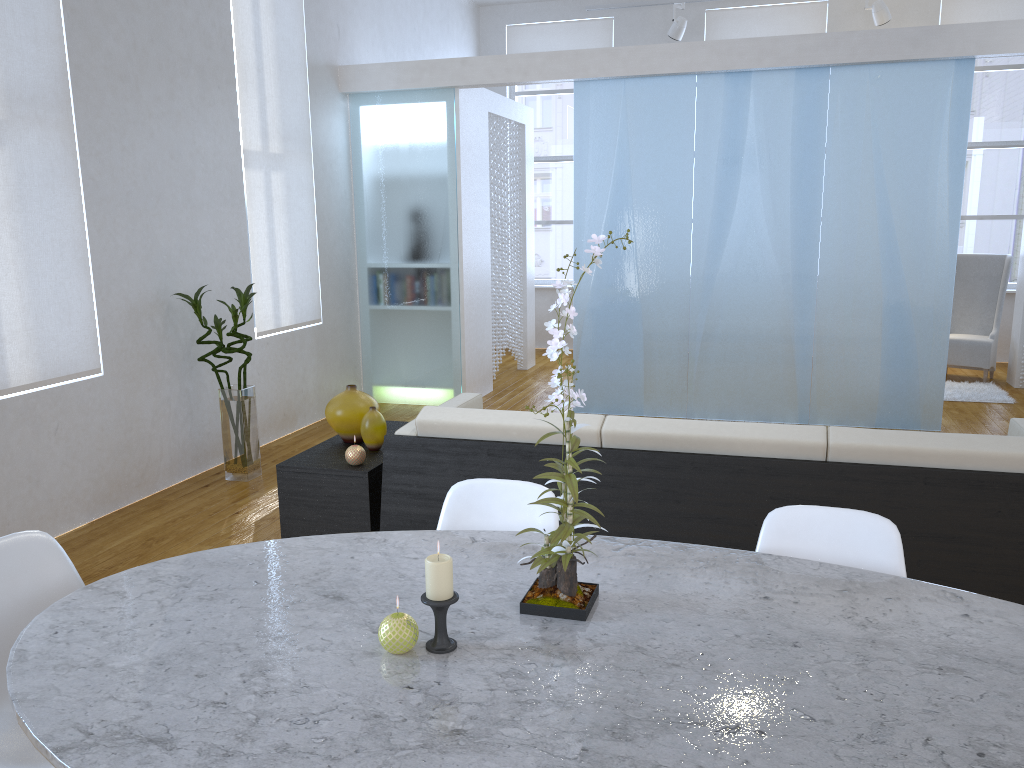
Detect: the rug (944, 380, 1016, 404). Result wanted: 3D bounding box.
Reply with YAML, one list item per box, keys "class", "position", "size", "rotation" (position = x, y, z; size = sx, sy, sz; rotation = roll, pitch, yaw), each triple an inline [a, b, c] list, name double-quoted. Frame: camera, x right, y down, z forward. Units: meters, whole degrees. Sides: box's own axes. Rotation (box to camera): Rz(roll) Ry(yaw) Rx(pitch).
- class: "rug"
  position: [3.025, 0.028, 6.495]
  size: [1.095, 0.047, 0.751]
  rotation: [2, 11, 16]

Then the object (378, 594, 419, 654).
- class: "object"
  position: [-0.175, 0.367, 1.364]
  size: [0.062, 0.092, 0.062]
  rotation: [-6, 13, -25]

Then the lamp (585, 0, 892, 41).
- class: "lamp"
  position: [2.144, -3.141, 7.315]
  size: [3.117, 0.490, 0.196]
  rotation: [2, 12, 15]

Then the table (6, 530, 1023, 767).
- class: "table"
  position: [0.121, 0.722, 1.400]
  size: [1.909, 0.627, 1.064]
  rotation: [2, 11, 16]

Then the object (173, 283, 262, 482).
- class: "object"
  position: [-1.438, 0.000, 4.403]
  size: [0.380, 0.987, 0.481]
  rotation: [-3, 12, -11]

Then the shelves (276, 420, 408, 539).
- class: "shelves"
  position: [-0.542, 0.443, 3.403]
  size: [0.349, 0.454, 0.725]
  rotation: [3, 12, 17]

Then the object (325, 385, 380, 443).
- class: "object"
  position: [-0.603, 0.111, 3.361]
  size: [0.207, 0.217, 0.206]
  rotation: [-8, 13, -31]

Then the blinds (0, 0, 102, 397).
- class: "blinds"
  position: [-1.930, -1.018, 3.321]
  size: [0.007, 2.124, 0.757]
  rotation: [3, 13, 17]

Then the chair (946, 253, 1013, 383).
- class: "chair"
  position: [3.537, -0.514, 6.862]
  size: [0.471, 0.967, 0.377]
  rotation: [10, 16, 41]

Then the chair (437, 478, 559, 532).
- class: "chair"
  position: [-0.071, 0.425, 1.844]
  size: [0.405, 0.354, 0.417]
  rotation: [2, 12, 16]

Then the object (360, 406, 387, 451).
- class: "object"
  position: [-0.504, 0.162, 3.231]
  size: [0.095, 0.161, 0.095]
  rotation: [-8, 14, -31]

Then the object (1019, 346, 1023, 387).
- class: "object"
  position: [3.619, -0.886, 5.897]
  size: [0.051, 2.029, 0.917]
  rotation: [3, 12, 16]

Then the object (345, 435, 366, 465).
- class: "object"
  position: [-0.540, 0.225, 3.049]
  size: [0.071, 0.105, 0.071]
  rotation: [10, 16, 43]

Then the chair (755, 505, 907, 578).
- class: "chair"
  position: [0.574, 0.457, 1.631]
  size: [0.405, 0.354, 0.417]
  rotation: [3, 12, 20]

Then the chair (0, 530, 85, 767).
- class: "chair"
  position: [-0.777, 0.477, 1.613]
  size: [0.419, 0.354, 0.403]
  rotation: [3, 12, 18]

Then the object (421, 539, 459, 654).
- class: "object"
  position: [-0.111, 0.322, 1.363]
  size: [0.059, 0.178, 0.058]
  rotation: [0, 12, 2]

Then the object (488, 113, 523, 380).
- class: "object"
  position: [-0.051, -1.041, 6.980]
  size: [0.051, 2.029, 0.917]
  rotation: [3, 12, 16]

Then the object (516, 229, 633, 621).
- class: "object"
  position: [0.073, 0.074, 1.448]
  size: [0.165, 0.642, 0.201]
  rotation: [11, 17, 44]

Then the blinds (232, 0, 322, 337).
- class: "blinds"
  position: [-1.361, -1.371, 5.177]
  size: [0.007, 2.125, 0.757]
  rotation: [3, 13, 17]

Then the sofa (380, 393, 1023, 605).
- class: "sofa"
  position: [0.894, 0.271, 3.667]
  size: [5.334, 0.683, 9.666]
  rotation: [2, 11, 17]
